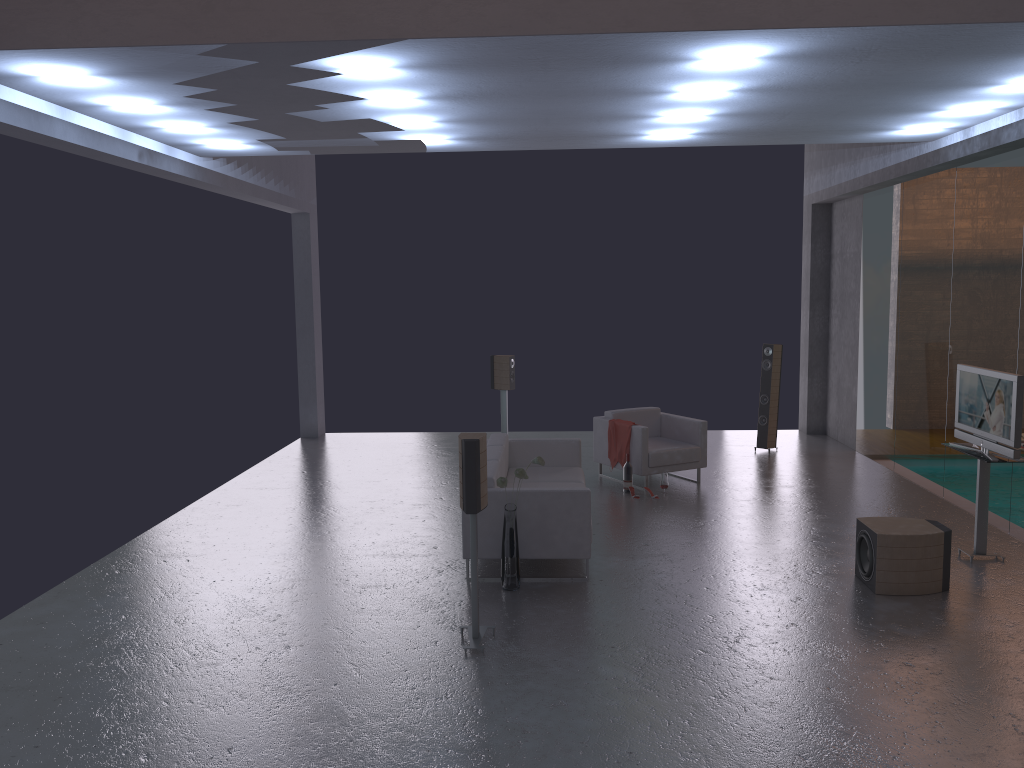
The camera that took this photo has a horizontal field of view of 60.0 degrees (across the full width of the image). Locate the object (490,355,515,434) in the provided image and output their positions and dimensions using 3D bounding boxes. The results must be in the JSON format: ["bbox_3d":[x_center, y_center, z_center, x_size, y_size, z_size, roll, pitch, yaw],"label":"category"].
[{"bbox_3d":[-0.122,0.288,12.167,0.333,1.363,0.243,3,8,33],"label":"object"}]

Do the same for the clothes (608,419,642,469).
[{"bbox_3d":[1.328,0.724,10.284,0.254,0.604,0.574,-4,7,-27],"label":"clothes"}]

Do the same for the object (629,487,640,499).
[{"bbox_3d":[1.330,1.187,9.681,0.079,0.087,0.235,-3,7,-19],"label":"object"}]

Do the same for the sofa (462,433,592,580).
[{"bbox_3d":[0.175,1.016,8.047,1.026,0.824,2.353,-1,6,3],"label":"sofa"}]

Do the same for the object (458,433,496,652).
[{"bbox_3d":[-0.257,1.009,5.694,0.243,1.363,0.333,0,6,8],"label":"object"}]

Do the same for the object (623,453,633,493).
[{"bbox_3d":[1.292,0.990,9.875,0.109,0.435,0.109,3,7,29],"label":"object"}]

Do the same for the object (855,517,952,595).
[{"bbox_3d":[2.977,1.300,6.752,0.604,0.459,0.514,-1,6,3],"label":"object"}]

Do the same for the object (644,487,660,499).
[{"bbox_3d":[1.525,1.186,9.664,0.079,0.087,0.235,-5,7,-30],"label":"object"}]

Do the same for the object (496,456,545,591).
[{"bbox_3d":[-0.007,1.064,6.583,0.387,1.051,0.400,5,8,40],"label":"object"}]

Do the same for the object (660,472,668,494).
[{"bbox_3d":[1.689,1.093,9.832,0.091,0.233,0.091,3,7,30],"label":"object"}]

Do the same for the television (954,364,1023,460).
[{"bbox_3d":[3.865,0.200,7.218,0.054,0.644,1.000,-1,6,3],"label":"television"}]

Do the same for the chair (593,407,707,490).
[{"bbox_3d":[1.633,0.730,10.520,0.936,0.808,1.026,-4,7,-27],"label":"chair"}]

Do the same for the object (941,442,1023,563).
[{"bbox_3d":[3.878,0.975,7.301,0.360,0.958,0.818,-1,6,3],"label":"object"}]

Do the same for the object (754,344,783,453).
[{"bbox_3d":[3.554,0.181,12.156,0.444,1.473,0.244,-7,9,-42],"label":"object"}]
